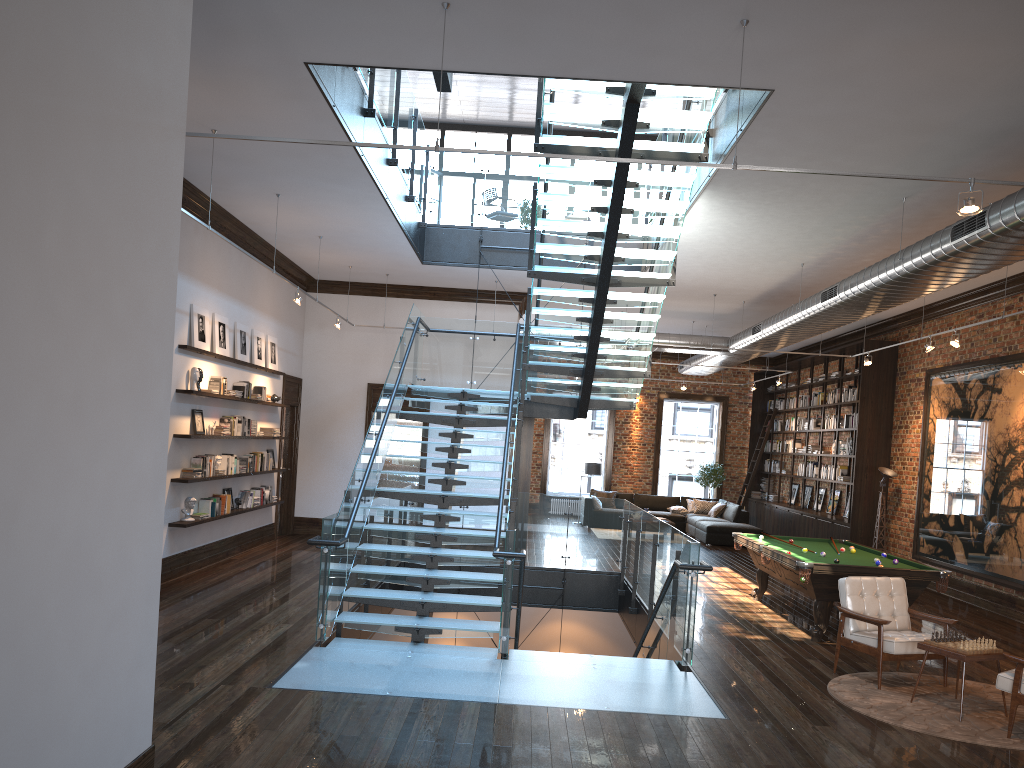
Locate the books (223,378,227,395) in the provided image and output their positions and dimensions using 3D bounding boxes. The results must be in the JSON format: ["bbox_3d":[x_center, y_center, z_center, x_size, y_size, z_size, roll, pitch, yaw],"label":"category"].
[{"bbox_3d":[-3.651,0.028,11.083,0.164,0.217,0.012,4,1,1],"label":"books"}]

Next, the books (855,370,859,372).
[{"bbox_3d":[6.553,-0.242,16.504,0.229,0.018,0.315,4,-4,2],"label":"books"}]

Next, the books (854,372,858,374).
[{"bbox_3d":[6.547,-0.206,16.505,0.230,0.007,0.352,3,-4,3],"label":"books"}]

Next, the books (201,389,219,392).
[{"bbox_3d":[-3.685,0.078,10.799,0.142,0.011,0.255,4,-4,-1],"label":"books"}]

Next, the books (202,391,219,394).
[{"bbox_3d":[-3.684,0.100,10.799,0.141,0.011,0.287,4,-4,-2],"label":"books"}]

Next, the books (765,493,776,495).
[{"bbox_3d":[6.437,2.740,22.077,0.177,0.005,0.257,4,-4,-4],"label":"books"}]

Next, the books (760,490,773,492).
[{"bbox_3d":[6.459,2.718,22.521,0.246,0.008,0.308,4,-4,-2],"label":"books"}]

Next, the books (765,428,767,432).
[{"bbox_3d":[6.572,1.085,22.681,0.176,0.296,0.017,4,1,1],"label":"books"}]

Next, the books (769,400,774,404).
[{"bbox_3d":[6.633,0.569,22.577,0.180,0.308,0.014,4,1,1],"label":"books"}]

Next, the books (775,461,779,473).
[{"bbox_3d":[6.551,2.040,21.758,0.159,0.285,0.014,4,1,1],"label":"books"}]

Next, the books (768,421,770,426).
[{"bbox_3d":[6.597,1.080,22.565,0.176,0.296,0.041,4,1,1],"label":"books"}]

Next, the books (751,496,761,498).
[{"bbox_3d":[6.213,2.877,22.583,0.201,0.012,0.245,3,-4,4],"label":"books"}]

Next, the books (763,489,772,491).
[{"bbox_3d":[6.489,2.679,22.520,0.183,0.034,0.271,3,-4,6],"label":"books"}]

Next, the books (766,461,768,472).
[{"bbox_3d":[6.542,2.096,22.485,0.177,0.266,0.026,4,1,1],"label":"books"}]

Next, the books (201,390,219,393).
[{"bbox_3d":[-3.686,0.089,10.799,0.142,0.011,0.256,4,-4,3],"label":"books"}]

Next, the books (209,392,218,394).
[{"bbox_3d":[-3.689,0.110,10.800,0.142,0.011,0.255,4,-4,0],"label":"books"}]

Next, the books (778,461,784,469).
[{"bbox_3d":[6.546,2.029,21.579,0.129,0.283,0.030,4,1,1],"label":"books"}]

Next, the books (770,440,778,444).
[{"bbox_3d":[6.566,1.560,22.239,0.179,0.299,0.015,4,1,1],"label":"books"}]

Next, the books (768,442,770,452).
[{"bbox_3d":[6.544,1.593,22.294,0.188,0.237,0.025,4,1,1],"label":"books"}]

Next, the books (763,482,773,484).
[{"bbox_3d":[6.500,2.507,22.512,0.203,0.020,0.317,4,-4,2],"label":"books"}]

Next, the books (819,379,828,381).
[{"bbox_3d":[6.601,-0.074,18.598,0.177,0.010,0.372,4,-4,-3],"label":"books"}]

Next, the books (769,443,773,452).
[{"bbox_3d":[6.550,1.601,22.215,0.187,0.211,0.035,4,1,1],"label":"books"}]

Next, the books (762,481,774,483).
[{"bbox_3d":[6.495,2.492,22.511,0.207,0.009,0.344,4,-4,-1],"label":"books"}]

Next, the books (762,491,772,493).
[{"bbox_3d":[6.472,2.733,22.521,0.210,0.019,0.342,3,-4,5],"label":"books"}]

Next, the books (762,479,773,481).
[{"bbox_3d":[6.494,2.440,22.510,0.207,0.022,0.247,4,-4,-4],"label":"books"}]

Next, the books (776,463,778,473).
[{"bbox_3d":[6.536,2.058,21.638,0.164,0.232,0.026,4,1,1],"label":"books"}]

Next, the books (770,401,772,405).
[{"bbox_3d":[6.616,0.578,22.429,0.177,0.270,0.029,4,1,1],"label":"books"}]

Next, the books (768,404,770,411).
[{"bbox_3d":[6.616,0.611,22.550,0.188,0.219,0.016,4,1,1],"label":"books"}]

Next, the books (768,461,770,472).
[{"bbox_3d":[6.539,2.081,22.259,0.186,0.266,0.035,4,1,1],"label":"books"}]

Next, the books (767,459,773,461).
[{"bbox_3d":[6.557,2.075,22.568,0.157,0.319,0.013,4,1,1],"label":"books"}]

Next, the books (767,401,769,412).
[{"bbox_3d":[6.615,0.588,22.630,0.187,0.275,0.015,4,1,1],"label":"books"}]

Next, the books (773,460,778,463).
[{"bbox_3d":[6.532,2.039,21.906,0.165,0.304,0.013,4,1,1],"label":"books"}]

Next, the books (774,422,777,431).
[{"bbox_3d":[6.576,1.068,21.882,0.191,0.229,0.034,4,1,1],"label":"books"}]

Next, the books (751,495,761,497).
[{"bbox_3d":[6.213,2.844,22.582,0.200,0.019,0.255,3,-4,3],"label":"books"}]

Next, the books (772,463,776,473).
[{"bbox_3d":[6.510,2.065,21.786,0.212,0.233,0.019,4,1,1],"label":"books"}]

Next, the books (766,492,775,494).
[{"bbox_3d":[6.438,2.712,22.077,0.175,0.005,0.289,3,-4,7],"label":"books"}]

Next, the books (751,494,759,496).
[{"bbox_3d":[6.197,2.828,22.582,0.158,0.011,0.251,3,-4,5],"label":"books"}]

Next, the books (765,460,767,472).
[{"bbox_3d":[6.553,2.091,22.627,0.181,0.294,0.050,4,1,1],"label":"books"}]

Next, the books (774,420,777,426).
[{"bbox_3d":[6.586,1.035,21.942,0.189,0.304,0.014,4,1,1],"label":"books"}]

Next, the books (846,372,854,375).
[{"bbox_3d":[6.548,-0.193,16.958,0.219,0.019,0.329,3,-4,4],"label":"books"}]

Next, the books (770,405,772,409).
[{"bbox_3d":[6.614,0.617,22.400,0.182,0.187,0.032,4,1,1],"label":"books"}]

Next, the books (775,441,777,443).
[{"bbox_3d":[6.560,1.540,21.835,0.159,0.285,0.014,4,1,1],"label":"books"}]

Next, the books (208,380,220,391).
[{"bbox_3d":[-3.683,0.039,10.971,0.128,0.176,0.050,4,1,1],"label":"books"}]

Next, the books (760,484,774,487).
[{"bbox_3d":[6.470,2.575,22.513,0.260,0.028,0.316,4,-4,1],"label":"books"}]

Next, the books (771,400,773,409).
[{"bbox_3d":[6.622,0.562,22.292,0.189,0.284,0.032,4,1,1],"label":"books"}]

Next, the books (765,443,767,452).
[{"bbox_3d":[6.556,1.594,22.589,0.188,0.273,0.013,4,1,1],"label":"books"}]

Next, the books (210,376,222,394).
[{"bbox_3d":[-3.673,0.015,11.002,0.142,0.229,0.014,4,1,1],"label":"books"}]

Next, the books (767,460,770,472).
[{"bbox_3d":[6.541,2.070,22.359,0.183,0.301,0.015,4,1,1],"label":"books"}]

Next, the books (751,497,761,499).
[{"bbox_3d":[6.211,2.901,22.584,0.207,0.013,0.280,4,-4,2],"label":"books"}]

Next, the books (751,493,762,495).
[{"bbox_3d":[6.218,2.801,22.581,0.205,0.015,0.265,4,-4,-1],"label":"books"}]

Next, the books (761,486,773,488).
[{"bbox_3d":[6.474,2.611,22.514,0.238,0.015,0.249,3,-4,3],"label":"books"}]

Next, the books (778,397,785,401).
[{"bbox_3d":[6.619,0.504,21.800,0.167,0.338,0.016,4,1,1],"label":"books"}]

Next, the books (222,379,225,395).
[{"bbox_3d":[-3.660,0.033,11.033,0.163,0.198,0.029,4,1,1],"label":"books"}]

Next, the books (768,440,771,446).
[{"bbox_3d":[6.552,1.567,22.354,0.187,0.297,0.016,4,1,1],"label":"books"}]

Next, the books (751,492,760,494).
[{"bbox_3d":[6.190,2.776,22.581,0.149,0.005,0.318,4,-4,0],"label":"books"}]

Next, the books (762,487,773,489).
[{"bbox_3d":[6.473,2.637,22.515,0.220,0.006,0.351,3,-4,5],"label":"books"}]
